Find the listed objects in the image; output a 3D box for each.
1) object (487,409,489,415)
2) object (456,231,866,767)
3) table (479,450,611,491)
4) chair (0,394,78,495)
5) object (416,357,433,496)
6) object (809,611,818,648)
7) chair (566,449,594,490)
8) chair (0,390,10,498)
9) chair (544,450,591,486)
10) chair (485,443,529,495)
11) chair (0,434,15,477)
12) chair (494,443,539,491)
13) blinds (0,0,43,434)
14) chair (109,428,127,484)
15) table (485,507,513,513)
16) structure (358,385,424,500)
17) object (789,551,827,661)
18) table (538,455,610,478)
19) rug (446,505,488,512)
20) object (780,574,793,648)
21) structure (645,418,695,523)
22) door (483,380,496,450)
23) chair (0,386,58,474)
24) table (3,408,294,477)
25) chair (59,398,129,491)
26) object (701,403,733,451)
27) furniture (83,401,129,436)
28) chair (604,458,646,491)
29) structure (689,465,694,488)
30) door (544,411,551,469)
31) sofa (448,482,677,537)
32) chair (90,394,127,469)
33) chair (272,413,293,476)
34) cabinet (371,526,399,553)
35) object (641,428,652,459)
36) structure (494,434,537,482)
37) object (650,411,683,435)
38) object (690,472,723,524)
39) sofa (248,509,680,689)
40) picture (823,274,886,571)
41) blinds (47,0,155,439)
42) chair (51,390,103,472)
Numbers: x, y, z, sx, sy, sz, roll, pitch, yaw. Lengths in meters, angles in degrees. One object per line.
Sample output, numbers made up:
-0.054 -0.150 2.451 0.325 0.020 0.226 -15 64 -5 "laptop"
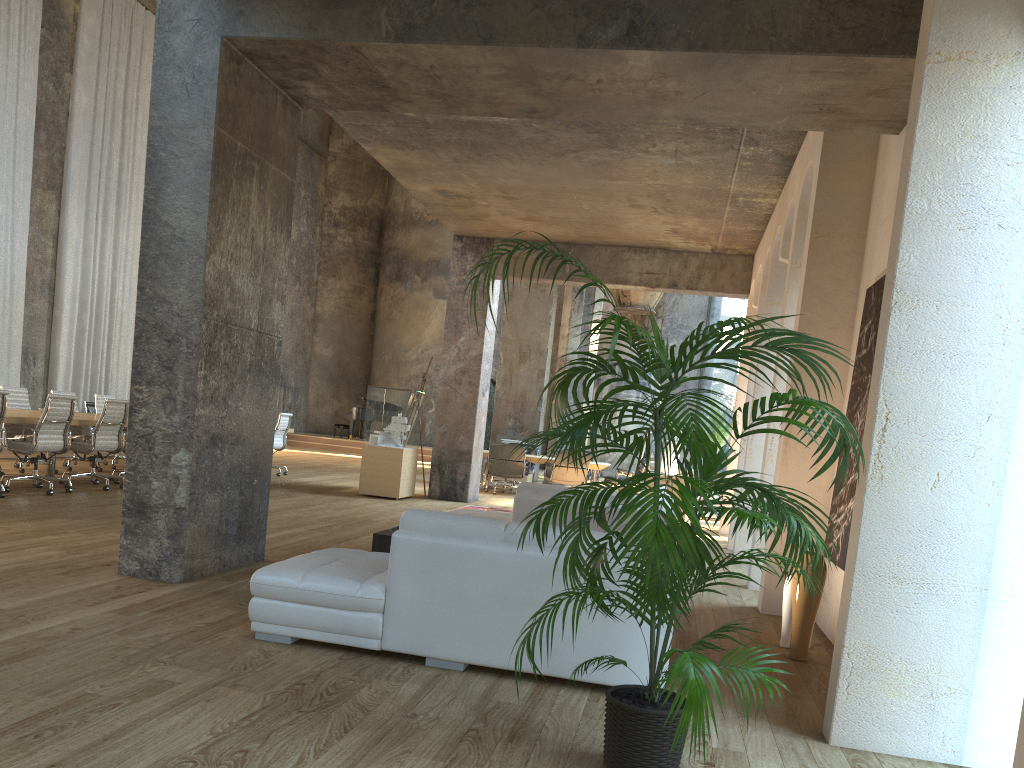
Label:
-0.850 1.055 20.355 0.678 2.164 0.702 9 5 36 "object"
0.474 0.461 3.090 1.395 1.827 1.353 7 2 16 "object"
0.521 1.680 15.970 2.403 0.705 1.102 6 -1 10 "table"
-4.906 0.593 9.018 0.696 1.034 0.663 7 3 14 "chair"
-1.550 0.633 13.415 0.683 2.164 0.697 7 4 9 "object"
1.861 1.421 5.483 0.100 0.456 0.101 9 5 35 "object"
1.169 1.686 16.620 0.727 0.899 0.819 6 1 11 "chair"
-5.079 0.528 8.087 0.696 1.034 0.663 7 3 16 "chair"
0.905 1.587 15.197 0.732 0.899 0.814 6 1 -16 "chair"
-0.089 1.488 15.341 0.729 0.899 0.817 6 1 4 "chair"
-6.126 0.515 10.028 0.697 1.034 0.662 6 3 10 "chair"
0.078 1.580 16.814 0.726 0.899 0.820 7 1 17 "chair"
-8.945 -3.632 11.289 0.274 8.711 7.805 7 2 12 "blinds"
-4.583 0.717 10.803 0.695 1.034 0.664 7 3 19 "chair"
0.138 1.564 9.864 0.857 0.248 0.369 6 -1 10 "table"
-1.719 0.846 12.559 0.593 1.560 0.739 7 3 10 "structure"
1.710 1.297 5.127 0.174 0.636 0.236 6 4 -1 "object"
1.460 2.164 22.113 1.866 0.550 0.939 6 -1 10 "table"
0.452 1.806 11.713 2.456 0.009 1.344 6 -3 10 "rug"
1.714 1.403 5.431 0.100 0.456 0.101 9 5 35 "object"
2.285 1.282 12.785 0.593 1.560 0.739 7 3 10 "structure"
-0.899 0.960 27.352 0.906 2.315 0.090 4 5 -31 "door"
-5.969 0.577 10.946 0.696 1.034 0.663 7 3 16 "chair"
-5.233 0.809 11.392 1.596 0.763 7.700 6 -3 11 "table"
-4.743 0.656 9.919 0.696 1.034 0.663 7 3 16 "chair"
3.063 0.714 13.091 0.687 0.947 0.854 6 1 1 "object"
-7.330 0.819 16.844 0.706 0.847 1.868 6 -1 11 "furniture"
1.988 1.727 15.703 0.820 0.900 0.726 6 2 5 "chair"
3.165 1.862 17.148 0.733 1.023 0.740 6 2 10 "structure"
1.394 1.352 26.951 0.111 2.653 0.891 2 5 -37 "door"
0.571 1.311 8.754 2.058 0.726 2.923 6 -2 10 "sofa"
-5.648 0.699 12.694 0.696 1.034 0.663 7 3 16 "chair"
-3.981 0.955 14.279 0.696 1.034 0.663 7 3 16 "chair"
-0.642 1.256 6.638 0.395 0.371 1.559 6 -2 11 "cabinet"
3.557 1.594 21.783 0.694 2.164 0.685 9 5 39 "object"
0.060 1.627 19.024 0.741 1.023 0.732 6 2 10 "structure"
3.169 0.980 18.190 0.856 0.947 0.686 6 2 13 "object"
2.902 1.657 13.176 0.661 0.980 0.564 5 3 -25 "object"
-0.186 1.025 4.627 2.062 0.727 1.069 6 0 10 "sofa"
2.071 0.216 5.066 0.069 1.784 1.497 7 2 11 "picture"
-7.387 -3.041 19.778 0.274 8.711 7.805 7 2 12 "blinds"
-5.808 0.638 11.811 0.695 1.034 0.664 7 3 19 "chair"
